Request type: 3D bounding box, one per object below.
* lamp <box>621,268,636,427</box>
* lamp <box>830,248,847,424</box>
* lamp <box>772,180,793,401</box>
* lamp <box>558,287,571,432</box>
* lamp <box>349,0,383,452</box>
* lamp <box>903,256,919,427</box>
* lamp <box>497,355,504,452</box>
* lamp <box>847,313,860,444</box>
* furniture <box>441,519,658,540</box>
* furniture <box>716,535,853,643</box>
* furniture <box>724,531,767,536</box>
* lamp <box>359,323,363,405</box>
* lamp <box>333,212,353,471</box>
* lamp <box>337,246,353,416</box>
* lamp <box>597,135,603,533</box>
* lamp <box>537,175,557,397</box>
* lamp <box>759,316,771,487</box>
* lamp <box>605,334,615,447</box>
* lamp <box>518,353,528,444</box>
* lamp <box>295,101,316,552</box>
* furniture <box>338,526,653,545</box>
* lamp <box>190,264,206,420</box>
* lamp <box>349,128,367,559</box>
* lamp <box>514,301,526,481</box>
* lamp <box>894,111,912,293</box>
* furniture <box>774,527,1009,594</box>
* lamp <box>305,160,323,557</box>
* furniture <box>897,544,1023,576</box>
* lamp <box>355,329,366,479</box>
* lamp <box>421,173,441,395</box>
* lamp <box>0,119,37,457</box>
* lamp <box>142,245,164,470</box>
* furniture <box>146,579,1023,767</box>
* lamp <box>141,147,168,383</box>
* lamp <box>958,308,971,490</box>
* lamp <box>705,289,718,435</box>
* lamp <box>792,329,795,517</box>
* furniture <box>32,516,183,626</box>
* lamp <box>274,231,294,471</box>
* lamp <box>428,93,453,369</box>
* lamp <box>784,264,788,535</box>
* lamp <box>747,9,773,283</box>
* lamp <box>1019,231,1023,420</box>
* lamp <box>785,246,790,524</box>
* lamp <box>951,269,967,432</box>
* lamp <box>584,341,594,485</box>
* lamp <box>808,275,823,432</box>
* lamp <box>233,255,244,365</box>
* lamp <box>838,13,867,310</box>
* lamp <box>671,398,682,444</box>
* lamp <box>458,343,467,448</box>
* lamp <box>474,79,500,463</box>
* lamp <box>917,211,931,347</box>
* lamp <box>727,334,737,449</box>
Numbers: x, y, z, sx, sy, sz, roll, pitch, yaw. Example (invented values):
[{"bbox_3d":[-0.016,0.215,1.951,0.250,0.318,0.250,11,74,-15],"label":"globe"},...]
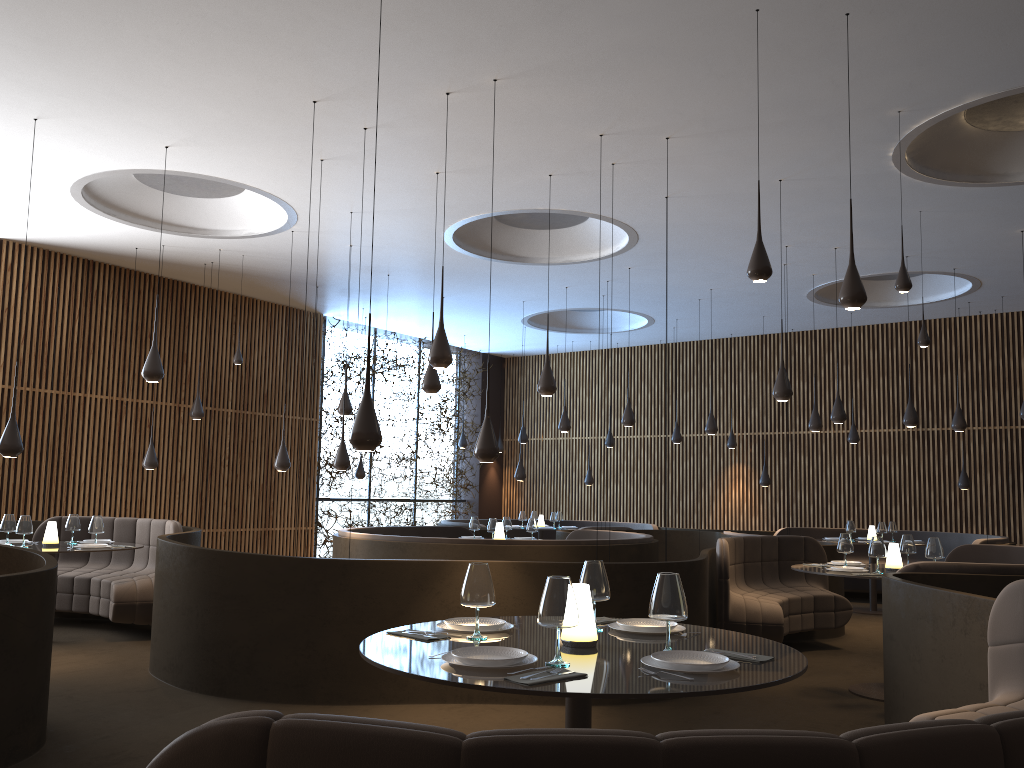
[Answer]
[{"bbox_3d":[1.623,-0.517,12.297,0.196,2.218,0.196,3,-6,-19],"label":"lamp"},{"bbox_3d":[4.078,-0.613,11.120,0.196,2.218,0.196,3,-6,-19],"label":"lamp"},{"bbox_3d":[2.671,-0.939,8.784,0.196,2.218,0.196,2,-6,-10],"label":"lamp"},{"bbox_3d":[0.817,-0.377,13.506,0.196,2.218,0.196,3,-6,-19],"label":"lamp"},{"bbox_3d":[-0.824,-1.080,5.292,0.196,2.953,0.196,3,-6,-19],"label":"lamp"},{"bbox_3d":[5.123,-0.556,11.441,0.196,2.218,0.196,-2,-7,30],"label":"lamp"},{"bbox_3d":[-0.259,0.438,20.166,0.196,2.218,0.196,4,-7,-29],"label":"lamp"},{"bbox_3d":[5.739,-0.103,14.938,0.196,2.218,0.196,0,-6,10],"label":"lamp"},{"bbox_3d":[0.672,3.007,15.864,3.883,1.044,3.802,0,-7,12],"label":"furniture"},{"bbox_3d":[2.781,2.152,9.310,0.932,1.057,2.536,-4,-9,41],"label":"furniture"},{"bbox_3d":[3.661,2.678,12.704,0.900,1.044,2.538,3,-7,-13],"label":"furniture"},{"bbox_3d":[-2.623,-0.212,15.382,0.196,2.218,0.196,3,-6,-19],"label":"lamp"},{"bbox_3d":[-1.873,-0.502,10.038,0.196,2.953,0.196,1,-6,1],"label":"lamp"},{"bbox_3d":[-2.117,-0.695,11.438,0.196,2.218,0.196,-2,-7,30],"label":"lamp"},{"bbox_3d":[0.730,0.905,7.563,0.196,6.260,0.196,-1,-6,20],"label":"lamp"},{"bbox_3d":[0.362,-0.986,8.770,0.196,2.218,0.196,-2,-7,30],"label":"lamp"},{"bbox_3d":[4.370,0.290,15.347,0.196,2.953,0.196,-1,-6,20],"label":"lamp"},{"bbox_3d":[1.927,0.128,17.362,0.196,2.218,0.196,-1,-6,20],"label":"lamp"},{"bbox_3d":[0.228,0.019,16.765,0.196,2.218,0.196,-1,-6,20],"label":"lamp"},{"bbox_3d":[-1.690,0.787,7.003,0.196,6.260,0.196,3,-6,-19],"label":"lamp"},{"bbox_3d":[-0.213,2.398,10.977,3.880,1.115,3.801,0,-7,10],"label":"furniture"},{"bbox_3d":[-4.395,-0.607,12.525,0.196,2.218,0.196,4,-7,-29],"label":"lamp"},{"bbox_3d":[-1.358,0.859,7.521,0.196,6.260,0.196,-4,-7,40],"label":"lamp"},{"bbox_3d":[0.163,0.105,14.532,0.196,2.953,0.196,-2,-7,30],"label":"lamp"},{"bbox_3d":[3.166,-1.488,7.208,0.133,1.505,0.133,-2,-7,30],"label":"lamp"},{"bbox_3d":[5.987,2.774,13.406,1.982,1.044,3.943,4,-8,-23],"label":"furniture"},{"bbox_3d":[-1.904,0.944,8.282,0.196,6.260,0.196,-4,-7,40],"label":"lamp"},{"bbox_3d":[4.687,2.043,7.859,1.982,1.044,3.943,-3,-8,32],"label":"furniture"},{"bbox_3d":[-2.703,0.245,16.097,0.196,2.953,0.196,3,-6,-19],"label":"lamp"},{"bbox_3d":[-0.768,-1.006,8.764,0.196,2.218,0.196,-4,-7,40],"label":"lamp"},{"bbox_3d":[-4.208,-0.852,7.627,0.196,2.953,0.196,3,-6,-19],"label":"lamp"},{"bbox_3d":[-4.640,-0.362,11.579,0.196,2.953,0.196,-1,-6,20],"label":"lamp"},{"bbox_3d":[1.153,1.250,2.612,4.247,1.119,1.471,7,-9,-41],"label":"furniture"},{"bbox_3d":[-3.270,-1.123,8.226,0.196,2.218,0.196,3,-6,-19],"label":"lamp"},{"bbox_3d":[7.291,0.225,14.376,0.196,2.953,0.196,-1,-6,20],"label":"lamp"},{"bbox_3d":[3.025,-0.343,13.459,0.196,2.218,0.196,3,-6,-19],"label":"lamp"},{"bbox_3d":[5.182,2.090,16.266,0.196,6.260,0.196,6,-7,-39],"label":"lamp"},{"bbox_3d":[-4.311,1.950,9.338,2.532,1.057,0.933,-3,-8,31],"label":"furniture"},{"bbox_3d":[-2.742,-0.420,10.821,0.196,2.953,0.196,2,-6,-9],"label":"lamp"},{"bbox_3d":[-0.537,-1.223,7.000,0.196,2.218,0.196,3,-6,-19],"label":"lamp"},{"bbox_3d":[3.647,1.491,11.748,0.196,6.260,0.196,3,-6,-19],"label":"lamp"},{"bbox_3d":[1.316,-1.282,4.730,0.132,1.495,0.132,-4,-7,40],"label":"lamp"},{"bbox_3d":[5.954,-0.683,10.273,0.196,2.218,0.196,-2,-7,30],"label":"lamp"},{"bbox_3d":[3.406,1.377,10.883,0.196,6.260,0.196,3,-6,-19],"label":"lamp"},{"bbox_3d":[6.017,-0.468,11.994,0.196,2.218,0.196,-1,-6,20],"label":"lamp"},{"bbox_3d":[1.591,0.584,18.115,0.196,2.953,0.196,-1,-6,20],"label":"lamp"},{"bbox_3d":[4.250,-0.445,12.458,0.196,2.218,0.196,3,-6,-19],"label":"lamp"},{"bbox_3d":[-3.697,-1.011,12.066,0.133,1.505,0.133,-2,-7,30],"label":"lamp"},{"bbox_3d":[1.928,-1.283,5.056,0.153,1.732,0.153,1,-6,1],"label":"lamp"},{"bbox_3d":[2.938,-0.050,15.797,0.196,2.218,0.196,-1,-6,20],"label":"lamp"},{"bbox_3d":[-1.014,0.244,18.746,0.196,2.218,0.196,4,-7,-29],"label":"lamp"},{"bbox_3d":[-0.160,-0.886,6.723,0.196,2.953,0.196,-4,-7,40],"label":"lamp"},{"bbox_3d":[4.483,-1.153,9.687,0.133,1.505,0.133,-2,-7,30],"label":"lamp"},{"bbox_3d":[4.229,0.136,17.069,0.196,2.218,0.196,-1,-6,20],"label":"lamp"}]
